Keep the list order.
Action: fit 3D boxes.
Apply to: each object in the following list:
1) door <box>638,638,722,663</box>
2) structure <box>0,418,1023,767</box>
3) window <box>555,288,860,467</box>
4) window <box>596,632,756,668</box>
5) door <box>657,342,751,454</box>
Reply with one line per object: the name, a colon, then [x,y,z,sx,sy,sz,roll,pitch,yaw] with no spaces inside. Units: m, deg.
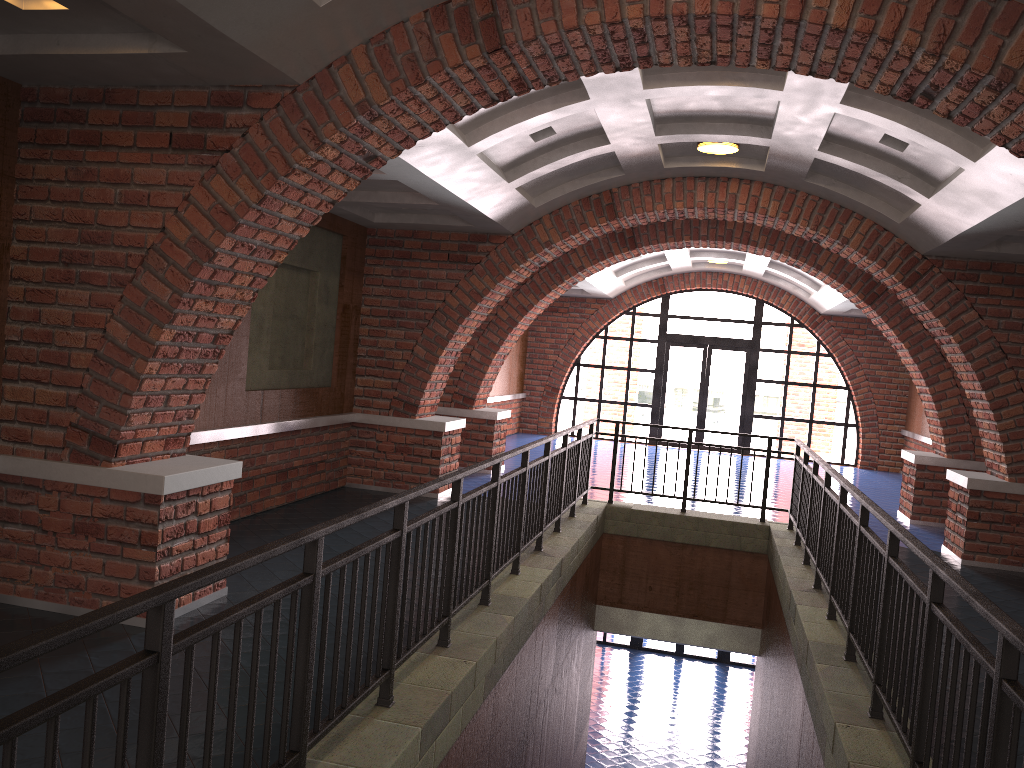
door: [3.656,4.708,18.865,1.754,2.236,0.040,5,2,13]
structure: [0.559,3.385,4.637,2.464,5.665,11.177,5,2,13]
window: [4.137,-0.283,18.678,6.353,3.471,0.100,5,2,13]
window: [3.759,4.096,18.826,6.353,3.471,0.100,5,2,13]
door: [4.038,0.277,18.715,1.754,2.236,0.040,5,2,13]
